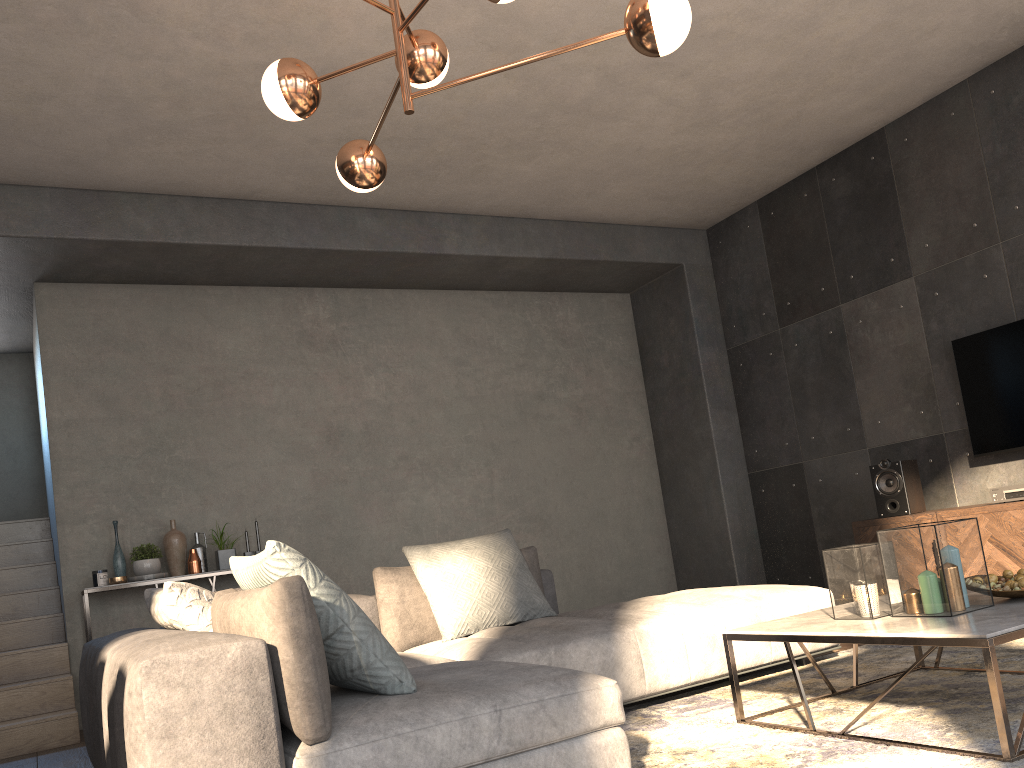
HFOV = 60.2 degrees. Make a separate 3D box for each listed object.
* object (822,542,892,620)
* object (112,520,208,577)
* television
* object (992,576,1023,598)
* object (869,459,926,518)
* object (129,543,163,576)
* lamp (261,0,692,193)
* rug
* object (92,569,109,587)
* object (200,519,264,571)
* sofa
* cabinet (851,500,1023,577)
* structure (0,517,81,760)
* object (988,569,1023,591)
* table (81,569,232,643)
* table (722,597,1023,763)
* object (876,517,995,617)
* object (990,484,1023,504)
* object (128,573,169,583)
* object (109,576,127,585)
[{"bbox_3d":[1.098,0.615,2.763,0.149,0.218,0.150,-4,-8,-29],"label":"object"},{"bbox_3d":[-2.159,1.006,5.458,0.560,0.387,0.228,-2,-9,-34],"label":"object"},{"bbox_3d":[3.043,-0.051,4.797,0.057,0.728,1.284,-5,-10,-29],"label":"television"},{"bbox_3d":[1.535,0.607,2.689,0.351,0.083,0.347,-16,-13,37],"label":"object"},{"bbox_3d":[2.378,0.634,5.457,0.249,0.351,0.200,-1,-10,-44],"label":"object"},{"bbox_3d":[-2.220,1.081,5.373,0.189,0.225,0.195,-15,-10,39],"label":"object"},{"bbox_3d":[-0.369,-1.331,2.649,1.479,1.028,1.016,-15,-10,36],"label":"lamp"},{"bbox_3d":[0.874,1.066,2.698,3.134,0.020,1.755,-2,-12,-29],"label":"rug"},{"bbox_3d":[-2.446,1.157,5.249,0.084,0.097,0.084,-11,-8,18],"label":"object"},{"bbox_3d":[-1.805,1.014,5.636,0.402,0.334,0.318,-10,-8,12],"label":"object"},{"bbox_3d":[0.064,0.895,3.248,2.902,0.776,2.054,-2,-12,-30],"label":"sofa"},{"bbox_3d":[2.961,0.853,4.630,0.539,0.545,2.444,-4,-11,-29],"label":"cabinet"},{"bbox_3d":[-3.596,1.515,5.404,1.502,1.408,2.293,-4,-10,-29],"label":"structure"},{"bbox_3d":[1.542,0.610,2.695,0.323,0.071,0.281,0,-14,-40],"label":"object"},{"bbox_3d":[-1.994,1.591,5.430,1.097,0.813,0.304,-3,-8,-29],"label":"table"},{"bbox_3d":[1.335,0.840,2.712,0.928,0.306,0.944,-3,-12,-29],"label":"table"},{"bbox_3d":[1.251,0.545,2.617,0.196,0.258,0.202,-4,-9,-29],"label":"object"},{"bbox_3d":[2.854,0.544,4.627,0.269,0.086,0.582,-3,-12,-29],"label":"object"},{"bbox_3d":[-2.208,1.178,5.365,0.227,0.031,0.232,-4,-11,-23],"label":"object"},{"bbox_3d":[-2.331,1.165,5.227,0.099,0.041,0.101,-2,-12,-30],"label":"object"}]
